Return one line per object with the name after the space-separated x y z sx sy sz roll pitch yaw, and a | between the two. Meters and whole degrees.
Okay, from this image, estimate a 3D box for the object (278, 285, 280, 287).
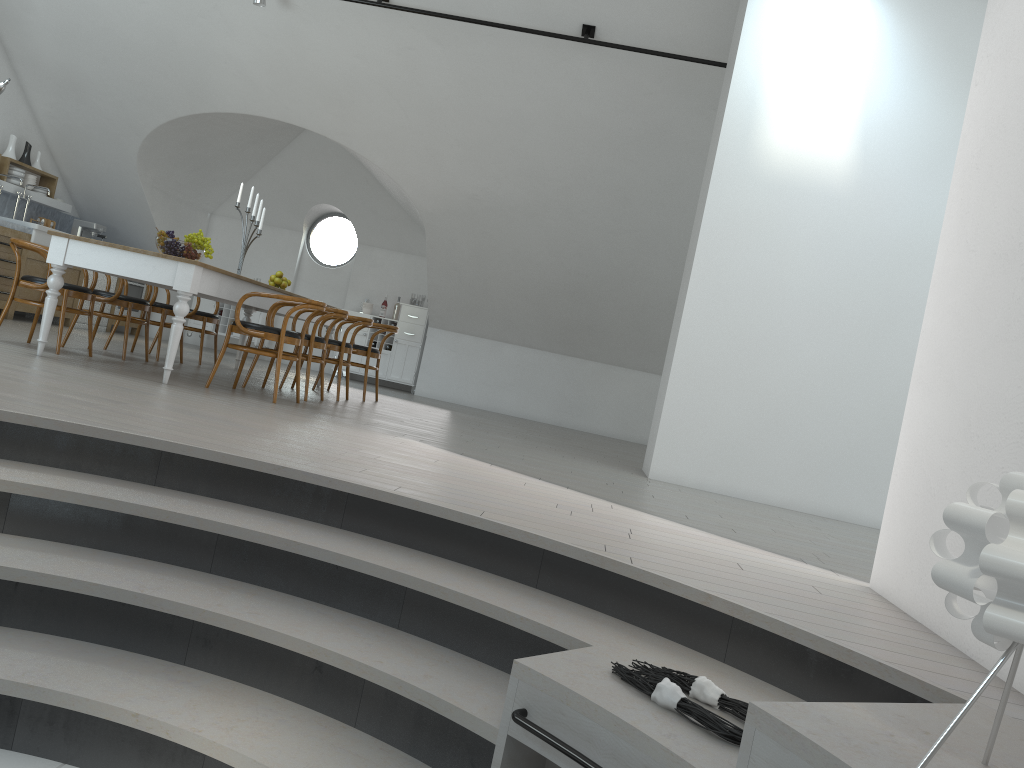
-2.160 -0.937 8.342 0.076 0.076 0.077 12 0 -28 | object

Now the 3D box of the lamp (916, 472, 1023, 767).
0.846 0.415 1.464 0.305 0.525 0.305 12 -1 -6 | lamp

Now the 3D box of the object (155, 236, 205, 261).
-2.420 -0.953 6.449 0.359 0.159 0.360 12 0 -15 | object

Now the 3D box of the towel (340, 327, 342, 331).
-2.314 -0.818 12.211 0.049 0.204 0.150 12 -1 6 | towel

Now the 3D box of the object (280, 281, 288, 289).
-2.121 -0.922 8.242 0.071 0.072 0.071 12 0 -30 | object

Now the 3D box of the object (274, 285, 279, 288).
-2.220 -0.901 8.295 0.080 0.074 0.078 12 0 -40 | object

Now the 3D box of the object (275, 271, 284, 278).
-2.169 -1.019 8.271 0.072 0.074 0.072 12 0 5 | object

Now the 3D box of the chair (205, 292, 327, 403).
-1.661 -0.265 6.120 0.622 0.735 0.526 12 -1 8 | chair

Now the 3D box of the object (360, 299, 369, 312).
-2.042 -1.088 12.322 0.115 0.209 0.065 12 -1 7 | object

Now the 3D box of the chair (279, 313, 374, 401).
-1.561 -0.256 7.571 0.621 0.735 0.527 12 -1 0 | chair

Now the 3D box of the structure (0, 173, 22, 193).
-5.429 -1.970 9.468 0.332 0.530 0.214 12 -1 -14 | structure

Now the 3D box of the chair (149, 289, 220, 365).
-3.123 -0.597 8.494 0.621 0.735 0.527 12 -1 2 | chair

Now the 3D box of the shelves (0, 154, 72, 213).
-5.487 -2.783 8.148 0.480 1.362 5.548 12 0 -1 | shelves

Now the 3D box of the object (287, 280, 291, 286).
-2.102 -0.948 8.322 0.062 0.063 0.062 12 0 -32 | object

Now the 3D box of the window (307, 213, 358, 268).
-2.540 -2.049 12.700 0.900 0.900 0.060 12 -1 5 | window

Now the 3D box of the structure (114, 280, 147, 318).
-5.124 -1.187 11.311 0.631 0.637 0.632 12 0 5 | structure

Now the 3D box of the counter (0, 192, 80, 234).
-5.394 -1.946 8.617 0.962 0.620 6.570 12 0 5 | counter

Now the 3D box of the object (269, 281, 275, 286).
-2.225 -0.926 8.222 0.059 0.056 0.059 12 0 0 | object

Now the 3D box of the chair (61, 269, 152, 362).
-3.198 -0.600 7.044 0.621 0.735 0.527 12 -1 2 | chair

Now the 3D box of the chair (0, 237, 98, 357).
-3.319 -0.619 6.328 0.622 0.735 0.527 12 -1 5 | chair

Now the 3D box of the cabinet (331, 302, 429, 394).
-1.743 -0.553 12.099 1.243 1.154 0.609 12 -1 5 | cabinet

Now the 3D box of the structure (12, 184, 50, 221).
-5.388 -1.965 9.955 0.332 0.530 0.214 12 -1 -14 | structure

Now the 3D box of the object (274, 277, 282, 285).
-2.166 -0.952 8.205 0.071 0.064 0.072 12 0 -2 | object

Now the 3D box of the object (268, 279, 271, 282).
-2.249 -0.958 8.300 0.062 0.059 0.062 12 0 9 | object

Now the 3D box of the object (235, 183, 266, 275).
-2.214 -1.283 7.423 0.265 0.875 0.776 12 -1 -21 | object

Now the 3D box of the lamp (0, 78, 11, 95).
-4.835 -2.815 8.382 0.169 0.176 0.112 12 -1 -3 | lamp

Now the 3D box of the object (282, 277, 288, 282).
-2.125 -0.969 8.273 0.058 0.057 0.053 12 0 20 | object

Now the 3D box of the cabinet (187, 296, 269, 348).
-3.846 -0.932 12.104 1.135 0.790 0.496 12 -1 5 | cabinet

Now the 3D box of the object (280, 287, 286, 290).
-2.149 -0.878 8.294 0.063 0.063 0.063 12 0 16 | object

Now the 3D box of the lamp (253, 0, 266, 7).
-2.256 -3.488 7.972 0.112 0.175 0.115 12 -1 -32 | lamp

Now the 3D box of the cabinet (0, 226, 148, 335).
-5.549 -1.140 8.525 1.004 1.022 6.423 12 0 5 | cabinet

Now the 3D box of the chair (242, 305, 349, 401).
-1.638 -0.266 6.848 0.622 0.735 0.527 12 -1 5 | chair

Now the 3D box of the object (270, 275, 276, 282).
-2.221 -0.981 8.247 0.066 0.071 0.073 12 0 -26 | object

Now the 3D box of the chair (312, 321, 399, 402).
-1.432 -0.235 8.284 0.622 0.735 0.526 12 -1 8 | chair

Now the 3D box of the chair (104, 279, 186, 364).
-3.195 -0.606 7.775 0.622 0.735 0.526 12 -1 8 | chair

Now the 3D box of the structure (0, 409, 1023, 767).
-1.167 0.612 1.050 4.694 0.693 4.723 12 1 -40 | structure

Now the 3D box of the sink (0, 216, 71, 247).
-5.201 -1.614 9.643 0.727 0.202 1.020 12 0 5 | sink

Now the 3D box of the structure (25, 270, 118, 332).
-5.213 -1.102 10.557 0.599 0.823 0.723 12 0 5 | structure
